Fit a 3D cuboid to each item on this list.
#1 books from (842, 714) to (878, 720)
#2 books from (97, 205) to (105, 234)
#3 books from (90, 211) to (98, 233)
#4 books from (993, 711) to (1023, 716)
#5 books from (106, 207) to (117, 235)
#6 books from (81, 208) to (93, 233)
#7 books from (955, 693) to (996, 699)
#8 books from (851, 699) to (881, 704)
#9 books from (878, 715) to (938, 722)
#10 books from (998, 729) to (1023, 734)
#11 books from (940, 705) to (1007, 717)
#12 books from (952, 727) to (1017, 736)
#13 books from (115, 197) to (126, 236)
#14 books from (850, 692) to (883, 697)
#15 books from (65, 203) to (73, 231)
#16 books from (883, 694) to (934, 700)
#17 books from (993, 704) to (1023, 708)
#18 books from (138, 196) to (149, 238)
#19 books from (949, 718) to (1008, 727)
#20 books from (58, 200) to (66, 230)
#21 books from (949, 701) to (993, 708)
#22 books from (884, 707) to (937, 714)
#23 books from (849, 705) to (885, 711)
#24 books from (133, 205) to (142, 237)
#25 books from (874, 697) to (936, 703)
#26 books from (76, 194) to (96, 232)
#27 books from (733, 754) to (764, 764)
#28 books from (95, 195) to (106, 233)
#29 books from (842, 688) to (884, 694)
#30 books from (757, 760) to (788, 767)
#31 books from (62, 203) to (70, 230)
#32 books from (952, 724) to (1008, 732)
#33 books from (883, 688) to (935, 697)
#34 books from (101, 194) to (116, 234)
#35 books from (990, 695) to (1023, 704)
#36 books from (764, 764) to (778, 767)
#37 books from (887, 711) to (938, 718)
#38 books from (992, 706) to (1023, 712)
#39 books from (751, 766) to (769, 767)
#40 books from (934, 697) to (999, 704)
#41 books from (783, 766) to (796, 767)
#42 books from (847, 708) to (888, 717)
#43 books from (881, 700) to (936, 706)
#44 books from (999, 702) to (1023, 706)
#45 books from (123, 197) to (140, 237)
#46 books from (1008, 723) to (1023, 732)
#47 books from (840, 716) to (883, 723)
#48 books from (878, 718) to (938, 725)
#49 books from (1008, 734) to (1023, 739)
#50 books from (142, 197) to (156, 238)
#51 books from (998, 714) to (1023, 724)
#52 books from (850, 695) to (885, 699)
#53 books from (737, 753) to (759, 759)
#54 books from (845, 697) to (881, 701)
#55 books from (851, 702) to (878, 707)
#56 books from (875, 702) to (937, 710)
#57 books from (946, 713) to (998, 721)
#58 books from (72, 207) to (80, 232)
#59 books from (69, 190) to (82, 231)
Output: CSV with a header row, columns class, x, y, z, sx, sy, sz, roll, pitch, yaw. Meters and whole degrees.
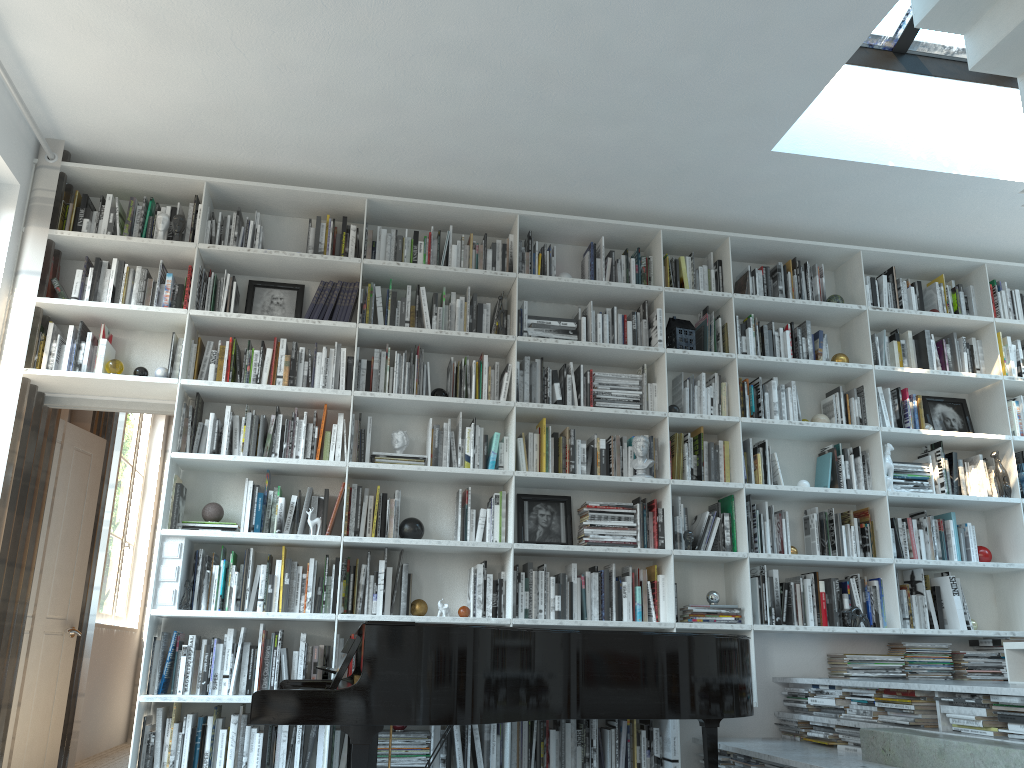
class,x,y,z,sx,sy,sz,roll,pitch,yaw
books,1.665,1.527,4.070,0.190,0.012,0.236,5,-18,-12
books,-2.163,-0.809,4.711,0.024,0.226,0.158,4,-17,-10
books,-2.202,-0.794,4.707,0.031,0.195,0.145,4,-17,-10
books,1.861,1.163,3.120,0.187,0.009,0.251,4,-18,-10
books,-2.106,-0.801,4.699,0.030,0.205,0.176,4,-17,-10
books,-2.226,-0.799,4.677,0.028,0.186,0.182,4,-17,-10
books,1.825,1.207,3.425,0.134,0.014,0.182,3,-17,-5
books,1.687,1.465,4.093,0.144,0.013,0.221,3,-17,-7
books,1.724,1.434,3.803,0.178,0.014,0.248,5,-18,-12
books,1.869,1.224,3.103,0.154,0.007,0.293,3,-17,-7
books,1.807,1.256,3.407,0.174,0.029,0.251,5,-18,-12
books,1.820,1.328,3.388,0.132,0.016,0.263,3,-17,-5
books,-2.071,-0.827,4.707,0.057,0.262,0.191,4,-17,-10
books,1.686,1.435,4.101,0.149,0.013,0.220,3,-17,-7
books,-2.315,-0.820,4.677,0.023,0.222,0.151,4,-17,-10
books,1.749,1.354,3.832,0.128,0.013,0.297,5,-18,-12
books,1.865,1.138,3.128,0.171,0.007,0.261,5,-18,-12
books,-1.971,-0.834,4.750,0.014,0.303,0.146,4,-17,-10
books,1.812,1.296,3.396,0.167,0.024,0.193,4,-18,-9
books,-2.355,-0.824,4.658,0.014,0.218,0.189,4,-17,-10
books,1.817,1.235,3.415,0.145,0.017,0.209,6,-18,-15
books,1.735,1.404,3.814,0.159,0.018,0.203,5,-18,-12
books,1.686,1.492,4.084,0.154,0.018,0.221,4,-18,-11
books,-1.996,-0.809,4.752,0.030,0.256,0.130,4,-17,-10
books,1.723,1.363,3.824,0.187,0.009,0.262,4,-18,-11
books,-2.251,-0.841,4.684,0.025,0.268,0.177,4,-17,-10
books,1.160,1.758,4.159,0.135,0.014,0.298,4,-18,-9
books,-2.178,-0.838,4.708,0.010,0.280,0.161,4,-17,-10
books,1.673,1.421,4.103,0.165,0.015,0.243,6,-18,-15
books,1.201,1.660,3.868,0.159,0.006,0.286,3,-17,-8
books,-2.340,-0.821,4.684,0.024,0.227,0.130,4,-17,-10
books,1.829,1.315,3.394,0.136,0.013,0.259,4,-18,-10
books,1.738,1.334,3.835,0.139,0.028,0.262,3,-17,-5
books,-2.135,-0.837,4.714,0.028,0.282,0.190,4,-17,-10
books,1.851,1.116,3.132,0.189,0.022,0.238,3,-17,-5
books,1.214,1.673,3.867,0.130,0.018,0.256,3,-17,-7
books,1.746,1.421,3.811,0.138,0.017,0.238,4,-18,-11
books,1.864,1.148,3.125,0.168,0.013,0.282,5,-18,-13
books,1.191,1.687,3.858,0.180,0.015,0.295,5,-18,-12
books,1.795,1.218,3.416,0.192,0.014,0.257,5,-18,-14
books,1.240,1.553,3.575,0.193,0.005,0.225,5,-18,-14
books,1.674,1.511,4.077,0.164,0.023,0.243,3,-17,-6
books,1.729,1.373,3.822,0.161,0.012,0.255,3,-17,-6
books,1.865,1.131,3.130,0.170,0.008,0.209,3,-17,-7
books,-2.027,-0.829,4.733,0.039,0.281,0.182,4,-17,-10
books,1.874,1.207,3.109,0.155,0.028,0.190,4,-18,-9
books,1.670,1.539,4.067,0.183,0.012,0.297,4,-18,-11
books,1.717,1.446,3.798,0.182,0.011,0.254,3,-17,-6
books,1.872,1.237,3.100,0.142,0.020,0.231,3,-17,-5
books,-1.952,-0.834,4.765,0.029,0.313,0.129,4,-17,-10
books,1.866,1.180,3.115,0.177,0.026,0.231,4,-18,-10
books,1.685,1.446,4.098,0.160,0.010,0.180,4,-18,-10
books,1.155,1.742,4.163,0.137,0.018,0.201,3,-17,-6
books,1.680,1.454,4.094,0.167,0.008,0.235,4,-18,-11
books,1.690,1.477,4.089,0.150,0.013,0.216,4,-18,-10
books,1.726,1.387,3.817,0.179,0.017,0.294,4,-18,-9
books,1.802,1.276,3.400,0.178,0.015,0.188,3,-17,-5
books,-2.277,-0.806,4.674,0.024,0.194,0.167,4,-17,-10
books,-2.295,-0.851,4.681,0.014,0.285,0.175,4,-17,-10
